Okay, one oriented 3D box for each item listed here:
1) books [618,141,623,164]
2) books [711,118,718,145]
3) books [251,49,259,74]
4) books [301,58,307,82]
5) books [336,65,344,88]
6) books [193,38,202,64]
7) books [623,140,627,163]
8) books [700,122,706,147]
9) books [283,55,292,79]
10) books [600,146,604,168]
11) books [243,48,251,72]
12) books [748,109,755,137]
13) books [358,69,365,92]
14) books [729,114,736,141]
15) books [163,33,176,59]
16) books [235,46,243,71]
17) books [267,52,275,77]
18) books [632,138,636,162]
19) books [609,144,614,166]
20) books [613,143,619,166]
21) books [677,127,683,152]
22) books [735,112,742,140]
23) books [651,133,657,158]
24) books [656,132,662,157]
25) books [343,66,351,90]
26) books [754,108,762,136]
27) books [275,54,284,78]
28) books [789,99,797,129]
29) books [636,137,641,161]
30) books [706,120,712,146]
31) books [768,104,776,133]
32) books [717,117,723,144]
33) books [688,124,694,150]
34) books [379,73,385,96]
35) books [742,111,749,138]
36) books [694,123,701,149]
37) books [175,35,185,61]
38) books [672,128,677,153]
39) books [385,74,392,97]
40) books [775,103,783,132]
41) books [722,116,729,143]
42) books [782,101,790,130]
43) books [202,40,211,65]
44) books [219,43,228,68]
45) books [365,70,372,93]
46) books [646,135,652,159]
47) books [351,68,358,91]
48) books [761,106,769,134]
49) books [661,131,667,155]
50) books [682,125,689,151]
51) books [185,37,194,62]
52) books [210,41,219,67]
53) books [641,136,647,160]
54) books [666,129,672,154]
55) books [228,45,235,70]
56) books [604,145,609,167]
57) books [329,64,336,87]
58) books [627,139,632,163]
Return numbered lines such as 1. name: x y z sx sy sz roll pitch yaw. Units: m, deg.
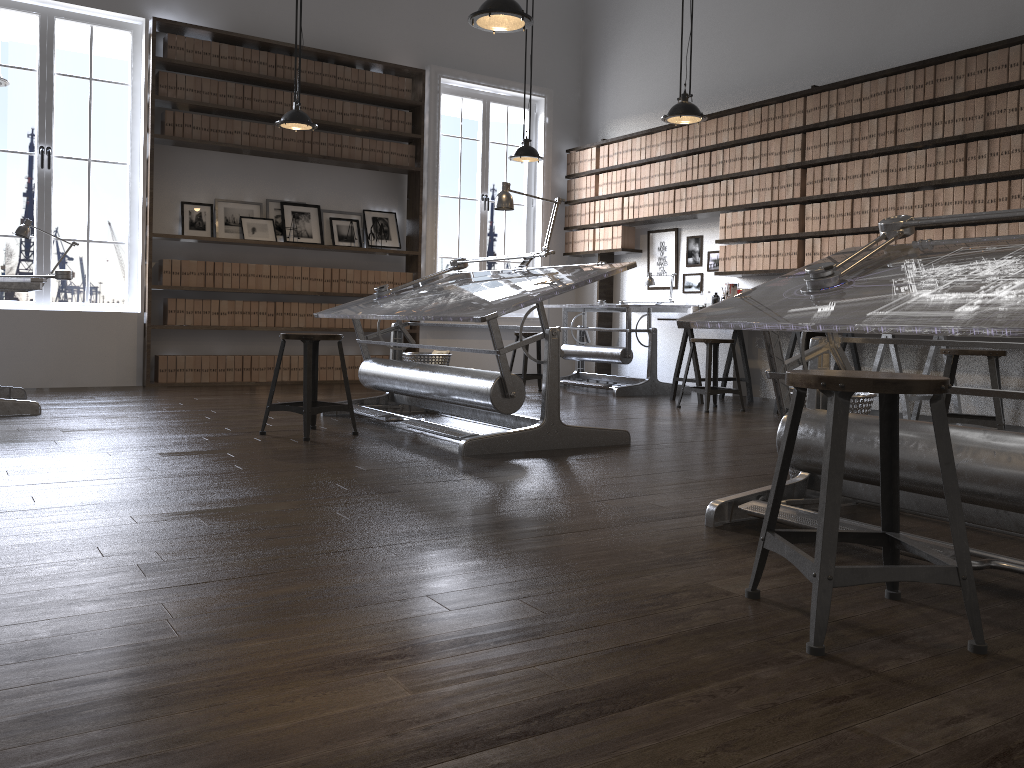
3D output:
1. books: 1.132 -2.257 8.703 0.174 0.225 0.067 0 2 -33
2. books: 1.806 -2.165 7.647 0.174 0.225 0.067 0 2 -33
3. books: -2.277 -2.798 7.765 0.066 0.225 0.175 1 2 -33
4. books: -1.915 -2.805 7.995 0.066 0.225 0.175 1 2 -33
5. books: -1.619 -2.811 8.182 0.066 0.225 0.175 1 2 -33
6. books: -2.681 -2.790 7.505 0.066 0.225 0.175 1 2 -33
7. books: 1.170 -2.252 8.644 0.174 0.225 0.067 0 2 -33
8. books: 1.736 -2.175 7.767 0.174 0.225 0.067 0 2 -33
9. books: -2.033 -2.803 7.923 0.066 0.225 0.175 1 2 -33
10. books: 0.975 -2.278 8.948 0.174 0.225 0.067 0 2 -33
11. books: -2.336 -2.797 7.726 0.066 0.225 0.175 1 2 -33
12. books: 2.032 -2.135 7.303 0.174 0.225 0.067 0 2 -33
13. books: -1.444 -2.815 8.302 0.066 0.225 0.175 1 2 -33
14. books: 1.916 -2.150 7.478 0.174 0.225 0.067 0 2 -33
15. books: -2.857 -2.785 7.382 0.067 0.225 0.175 1 2 -33
16. books: -2.390 -2.795 7.685 0.067 0.225 0.175 1 2 -33
17. books: -2.158 -2.800 7.842 0.066 0.225 0.175 1 2 -33
18. books: 1.242 -2.242 8.530 0.174 0.225 0.067 0 2 -33
19. books: 1.055 -2.267 8.823 0.174 0.225 0.067 0 2 -33
20. books: 1.090 -2.262 8.761 0.174 0.225 0.067 0 2 -33
21. books: 1.579 -2.196 8.012 0.174 0.225 0.067 0 2 -33
22. books: 1.958 -2.145 7.421 0.174 0.225 0.067 0 2 -33
23. books: 1.393 -2.222 8.300 0.174 0.225 0.067 0 2 -33
24. books: 1.428 -2.216 8.240 0.174 0.225 0.067 0 2 -33
25. books: -1.560 -2.813 8.224 0.066 0.225 0.175 1 2 -33
26. books: 2.068 -2.129 7.240 0.174 0.225 0.067 0 2 -33
27. books: -2.092 -2.801 7.878 0.067 0.225 0.175 1 2 -33
28. books: 2.261 -2.104 6.948 0.174 0.225 0.067 0 2 -33
29. books: 1.275 -2.237 8.477 0.174 0.225 0.067 0 2 -33
30. books: 1.774 -2.170 7.707 0.174 0.225 0.067 0 2 -33
31. books: 2.145 -2.120 7.129 0.174 0.225 0.067 0 2 -33
32. books: 1.846 -2.160 7.594 0.174 0.225 0.067 0 2 -33
33. books: 1.660 -2.186 7.886 0.174 0.225 0.067 0 2 -33
34. books: -1.271 -2.819 8.413 0.066 0.225 0.175 1 2 -33
35. books: 1.997 -2.140 7.364 0.174 0.225 0.067 0 2 -33
36. books: 1.694 -2.180 7.824 0.174 0.225 0.067 0 2 -33
37. books: -2.797 -2.787 7.422 0.066 0.225 0.175 1 2 -33
38. books: 1.541 -2.201 8.065 0.174 0.225 0.067 0 2 -33
39. books: -1.212 -2.820 8.445 0.067 0.225 0.175 1 2 -33
40. books: 2.187 -2.114 7.067 0.174 0.225 0.067 0 2 -33
41. books: 1.879 -2.155 7.540 0.174 0.225 0.067 0 2 -33
42. books: 2.226 -2.109 7.009 0.174 0.225 0.067 0 2 -33
43. books: -2.622 -2.791 7.541 0.066 0.225 0.175 1 2 -33
44. books: -2.501 -2.793 7.617 0.066 0.225 0.175 1 2 -33
45. books: -1.383 -2.816 8.336 0.067 0.225 0.175 1 2 -33
46. books: 1.354 -2.227 8.358 0.174 0.225 0.067 0 2 -33
47. books: -1.503 -2.814 8.265 0.066 0.225 0.175 1 2 -33
48. books: 2.107 -2.124 7.180 0.174 0.225 0.067 0 2 -33
49. books: 1.464 -2.211 8.177 0.174 0.225 0.067 0 2 -33
50. books: 1.614 -2.191 7.946 0.174 0.225 0.067 0 2 -33
51. books: -2.738 -2.788 7.464 0.066 0.225 0.175 1 2 -33
52. books: -2.560 -2.792 7.576 0.067 0.225 0.175 1 2 -33
53. books: 1.312 -2.232 8.415 0.174 0.225 0.067 0 2 -33
54. books: 1.503 -2.206 8.116 0.174 0.225 0.067 0 2 -33
55. books: -2.449 -2.794 7.652 0.066 0.225 0.175 1 2 -33
56. books: 1.010 -2.273 8.883 0.174 0.225 0.067 0 2 -33
57. books: -1.680 -2.810 8.143 0.067 0.225 0.175 1 2 -33
58. books: 1.202 -2.247 8.584 0.174 0.225 0.067 0 2 -33
